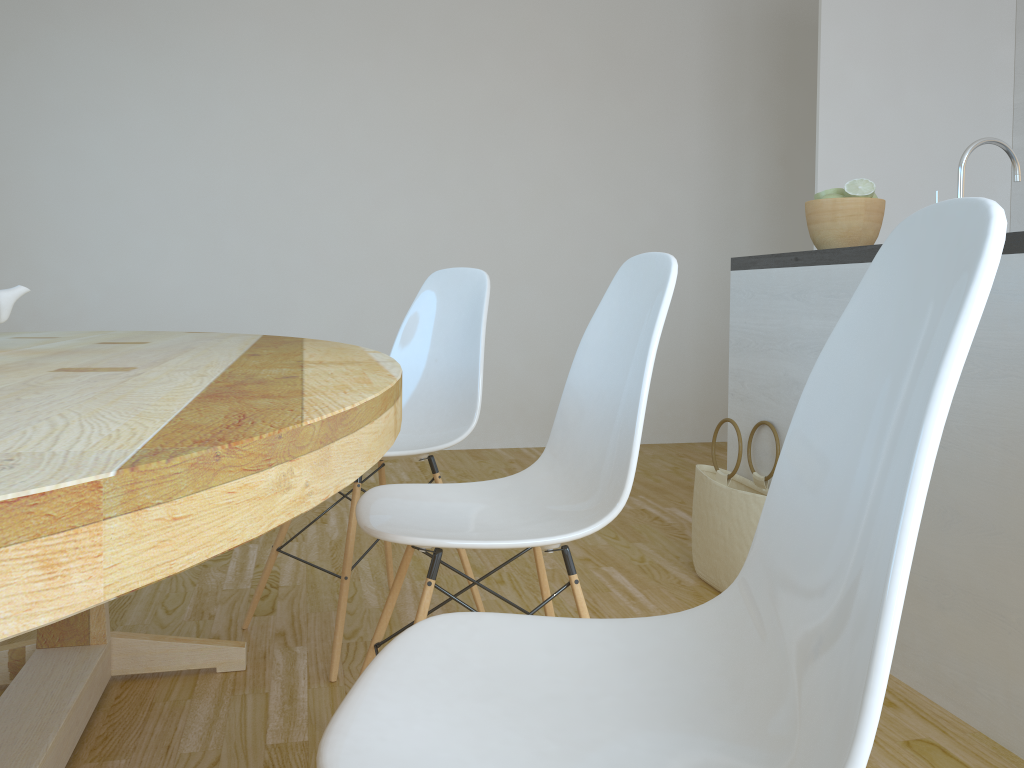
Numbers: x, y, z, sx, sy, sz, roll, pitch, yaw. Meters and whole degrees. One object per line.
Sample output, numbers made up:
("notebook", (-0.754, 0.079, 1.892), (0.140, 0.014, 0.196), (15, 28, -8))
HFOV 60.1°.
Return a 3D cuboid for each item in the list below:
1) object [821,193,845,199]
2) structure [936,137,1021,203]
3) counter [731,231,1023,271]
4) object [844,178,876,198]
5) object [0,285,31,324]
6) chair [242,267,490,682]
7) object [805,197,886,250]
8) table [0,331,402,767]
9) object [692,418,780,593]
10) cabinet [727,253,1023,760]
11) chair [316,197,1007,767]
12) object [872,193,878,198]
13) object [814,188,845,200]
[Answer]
("object", (0.871, -0.471, 2.384), (0.098, 0.085, 0.081), (4, 5, 41))
("structure", (0.984, -0.409, 1.876), (0.162, 0.215, 0.097), (0, 3, -13))
("counter", (1.231, -0.252, 1.588), (0.600, 0.040, 2.410), (-1, 6, -13))
("object", (0.916, -0.509, 2.335), (0.077, 0.071, 0.074), (1, 4, 12))
("object", (-0.868, -0.155, 1.382), (0.177, 0.211, 0.147), (0, 3, -14))
("chair", (-0.330, 0.154, 2.193), (0.523, 0.899, 0.430), (-2, 4, -43))
("object", (0.902, -0.424, 2.404), (0.206, 0.141, 0.205), (4, 6, 38))
("table", (-0.763, 0.330, 1.221), (1.193, 0.723, 2.198), (-1, 5, -15))
("object", (0.244, 0.366, 2.182), (1.190, 0.500, 0.472), (-3, 5, -35))
("cabinet", (1.226, 0.222, 1.604), (0.600, 0.907, 2.410), (0, 5, -13))
("chair", (0.090, 0.297, 0.760), (0.523, 0.899, 0.431), (1, 3, 7))
("object", (0.950, -0.487, 2.402), (0.086, 0.098, 0.102), (1, 4, 8))
("object", (0.882, -0.507, 2.459), (0.086, 0.065, 0.084), (0, 4, -1))
